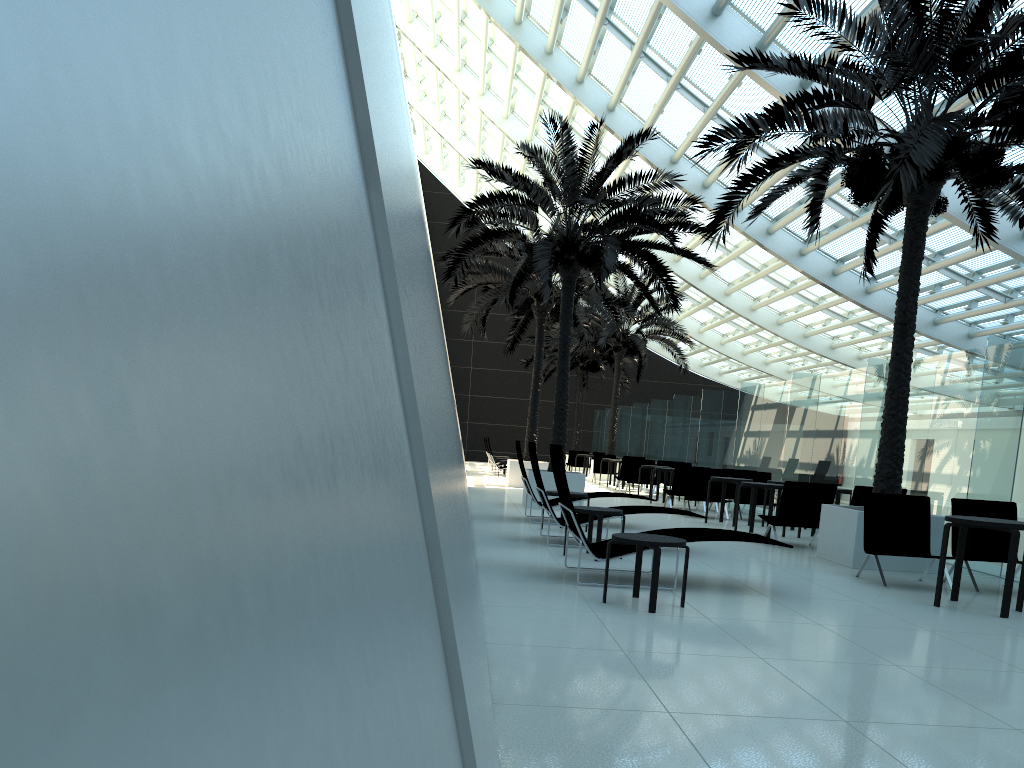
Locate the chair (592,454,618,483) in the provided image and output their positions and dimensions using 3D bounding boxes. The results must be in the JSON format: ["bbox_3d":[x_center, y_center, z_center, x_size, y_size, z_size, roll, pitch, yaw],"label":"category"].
[{"bbox_3d":[2.920,2.632,27.028,0.717,0.896,0.879,4,2,-3],"label":"chair"}]

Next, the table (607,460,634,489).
[{"bbox_3d":[3.055,2.530,24.330,0.673,0.788,0.680,6,3,39],"label":"table"}]

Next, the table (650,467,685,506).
[{"bbox_3d":[3.377,2.201,18.700,0.673,0.788,0.680,6,3,39],"label":"table"}]

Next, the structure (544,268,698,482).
[{"bbox_3d":[3.434,-0.279,28.875,4.831,7.089,4.387,3,4,-10],"label":"structure"}]

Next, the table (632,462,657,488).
[{"bbox_3d":[3.949,2.685,25.822,0.674,0.788,0.679,6,3,35],"label":"table"}]

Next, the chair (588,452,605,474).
[{"bbox_3d":[3.442,3.132,34.462,0.717,0.896,0.879,4,2,-3],"label":"chair"}]

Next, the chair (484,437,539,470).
[{"bbox_3d":[-0.056,2.608,32.217,2.038,1.169,0.913,4,3,-4],"label":"chair"}]

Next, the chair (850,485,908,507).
[{"bbox_3d":[4.738,1.809,11.801,0.717,0.896,0.879,4,2,-3],"label":"chair"}]

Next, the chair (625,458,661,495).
[{"bbox_3d":[3.239,2.307,21.457,0.717,0.896,0.879,4,2,-3],"label":"chair"}]

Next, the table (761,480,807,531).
[{"bbox_3d":[4.590,2.030,14.596,0.674,0.788,0.679,6,3,35],"label":"table"}]

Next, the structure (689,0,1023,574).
[{"bbox_3d":[4.531,-1.393,9.774,4.803,7.089,4.413,5,4,15],"label":"structure"}]

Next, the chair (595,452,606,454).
[{"bbox_3d":[3.525,3.032,32.767,0.717,0.896,0.879,4,2,-3],"label":"chair"}]

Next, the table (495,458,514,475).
[{"bbox_3d":[-0.242,2.686,28.425,0.549,0.522,0.554,5,2,39],"label":"table"}]

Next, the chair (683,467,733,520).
[{"bbox_3d":[3.561,1.978,15.815,0.717,0.896,0.879,4,2,-3],"label":"chair"}]

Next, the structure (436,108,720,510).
[{"bbox_3d":[1.052,-1.198,15.286,4.654,6.901,4.221,2,4,-25],"label":"structure"}]

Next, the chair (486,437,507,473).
[{"bbox_3d":[0.095,2.454,29.571,2.038,1.169,0.913,4,3,-4],"label":"chair"}]

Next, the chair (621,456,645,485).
[{"bbox_3d":[3.849,2.701,27.088,0.717,0.896,0.879,4,2,-3],"label":"chair"}]

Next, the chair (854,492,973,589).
[{"bbox_3d":[3.973,1.558,8.621,0.717,0.896,0.879,4,2,-3],"label":"chair"}]

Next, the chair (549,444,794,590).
[{"bbox_3d":[1.345,1.177,7.708,2.038,1.169,0.913,4,3,-4],"label":"chair"}]

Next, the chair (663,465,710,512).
[{"bbox_3d":[3.478,2.078,17.522,0.717,0.896,0.879,4,2,-3],"label":"chair"}]

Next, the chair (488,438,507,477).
[{"bbox_3d":[0.242,2.304,27.004,2.038,1.169,0.913,4,3,-4],"label":"chair"}]

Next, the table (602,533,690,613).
[{"bbox_3d":[1.008,1.410,6.562,0.549,0.522,0.554,5,2,39],"label":"table"}]

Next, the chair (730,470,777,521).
[{"bbox_3d":[4.490,2.046,15.875,0.717,0.896,0.879,4,2,-3],"label":"chair"}]

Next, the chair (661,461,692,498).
[{"bbox_3d":[4.168,2.375,21.518,0.717,0.896,0.879,4,2,-3],"label":"chair"}]

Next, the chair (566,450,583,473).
[{"bbox_3d":[2.513,3.064,34.401,0.717,0.896,0.879,4,2,-3],"label":"chair"}]

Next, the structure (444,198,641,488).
[{"bbox_3d":[0.507,-0.894,21.257,4.253,6.961,4.621,6,4,30],"label":"structure"}]

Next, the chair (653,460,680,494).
[{"bbox_3d":[4.085,2.475,23.212,0.717,0.896,0.879,4,2,-3],"label":"chair"}]

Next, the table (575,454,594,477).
[{"bbox_3d":[2.659,2.944,31.413,0.674,0.788,0.679,6,3,35],"label":"table"}]

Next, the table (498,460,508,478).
[{"bbox_3d":[-0.095,2.536,25.858,0.549,0.522,0.554,5,2,35],"label":"table"}]

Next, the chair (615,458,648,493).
[{"bbox_3d":[3.156,2.407,23.152,0.717,0.896,0.879,4,2,-3],"label":"chair"}]

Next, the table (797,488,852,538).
[{"bbox_3d":[4.673,1.935,12.982,0.673,0.788,0.680,6,3,39],"label":"table"}]

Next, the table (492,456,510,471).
[{"bbox_3d":[-0.393,2.841,31.071,0.549,0.522,0.554,5,2,39],"label":"table"}]

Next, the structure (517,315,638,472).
[{"bbox_3d":[2.995,0.198,37.003,4.469,7.087,4.746,2,4,-25],"label":"structure"}]

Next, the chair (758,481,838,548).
[{"bbox_3d":[3.809,1.741,11.741,0.717,0.896,0.879,4,2,-3],"label":"chair"}]

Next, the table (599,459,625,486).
[{"bbox_3d":[2.983,2.614,25.759,0.674,0.788,0.679,6,3,35],"label":"table"}]

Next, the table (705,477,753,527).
[{"bbox_3d":[3.624,1.959,14.533,0.674,0.788,0.679,6,3,35],"label":"table"}]

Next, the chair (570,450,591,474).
[{"bbox_3d":[2.596,2.964,32.707,0.717,0.896,0.879,4,2,-3],"label":"chair"}]

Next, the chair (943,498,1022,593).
[{"bbox_3d":[4.901,1.626,8.681,0.717,0.896,0.879,4,2,-3],"label":"chair"}]

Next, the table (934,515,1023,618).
[{"bbox_3d":[4.029,1.545,7.454,0.672,0.788,0.681,6,3,44],"label":"table"}]

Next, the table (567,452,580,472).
[{"bbox_3d":[2.412,3.187,35.580,0.672,0.788,0.681,6,3,44],"label":"table"}]

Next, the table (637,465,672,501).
[{"bbox_3d":[3.303,2.288,20.163,0.674,0.788,0.679,6,3,35],"label":"table"}]

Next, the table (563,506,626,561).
[{"bbox_3d":[0.861,1.560,9.128,0.549,0.522,0.554,5,2,39],"label":"table"}]

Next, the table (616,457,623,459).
[{"bbox_3d":[3.625,3.015,31.476,0.674,0.788,0.679,6,3,35],"label":"table"}]

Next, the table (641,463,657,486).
[{"bbox_3d":[4.021,2.601,24.393,0.673,0.788,0.680,6,3,39],"label":"table"}]

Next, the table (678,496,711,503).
[{"bbox_3d":[4.268,2.358,20.226,0.674,0.788,0.679,6,3,35],"label":"table"}]

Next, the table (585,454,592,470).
[{"bbox_3d":[3.378,3.258,35.643,0.672,0.788,0.681,6,3,44],"label":"table"}]

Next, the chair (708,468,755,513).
[{"bbox_3d":[4.407,2.147,17.582,0.717,0.896,0.879,4,2,-3],"label":"chair"}]

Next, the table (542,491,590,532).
[{"bbox_3d":[0.715,1.709,11.695,0.549,0.522,0.554,5,2,39],"label":"table"}]

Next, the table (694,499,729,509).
[{"bbox_3d":[4.343,2.272,18.763,0.673,0.788,0.680,6,3,39],"label":"table"}]

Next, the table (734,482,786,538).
[{"bbox_3d":[3.707,1.864,12.919,0.673,0.788,0.680,6,3,39],"label":"table"}]

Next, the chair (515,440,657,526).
[{"bbox_3d":[1.052,1.477,12.841,2.038,1.169,0.913,4,3,-4],"label":"chair"}]

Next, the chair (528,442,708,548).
[{"bbox_3d":[1.198,1.327,10.274,2.038,1.169,0.913,4,3,-4],"label":"chair"}]
